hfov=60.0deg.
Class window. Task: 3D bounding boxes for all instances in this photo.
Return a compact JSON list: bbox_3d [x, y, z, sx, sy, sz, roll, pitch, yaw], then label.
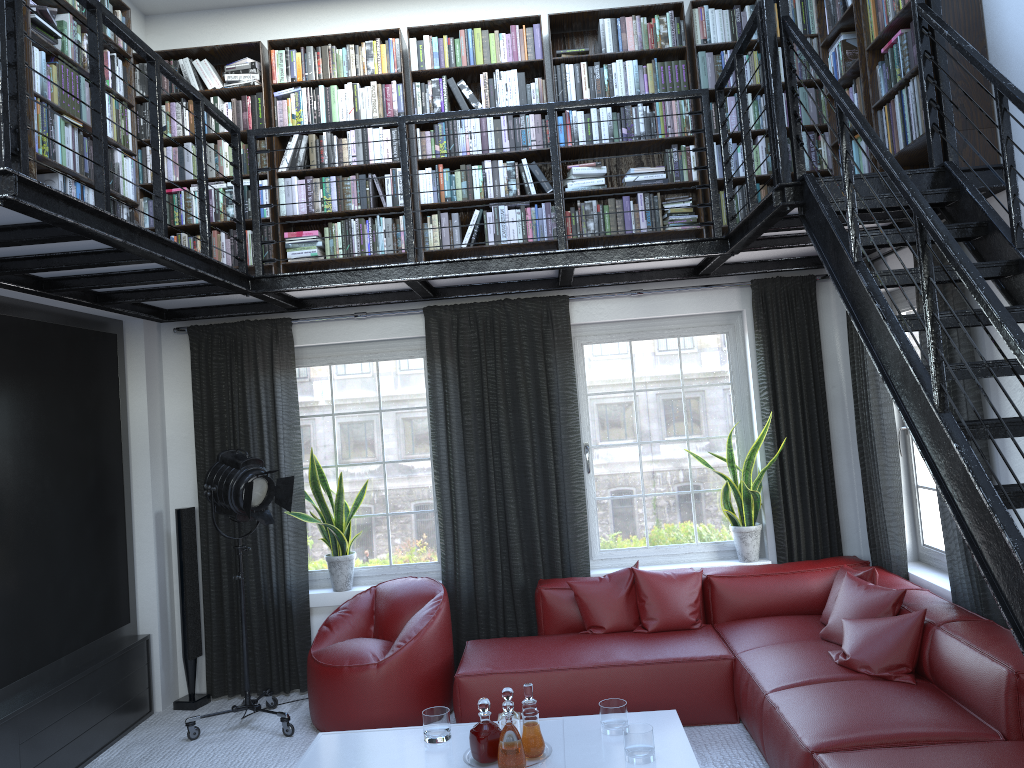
[{"bbox_3d":[-1.007,0.523,5.874,1.167,1.609,0.132,-5,-4,2],"label":"window"},{"bbox_3d":[0.992,0.366,5.800,1.167,1.609,0.132,-5,-4,2],"label":"window"},{"bbox_3d":[2.308,0.231,4.703,0.133,1.609,1.164,-5,-3,2],"label":"window"}]

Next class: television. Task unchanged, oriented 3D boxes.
[{"bbox_3d":[-2.407,0.763,3.826,0.116,2.432,3.346,-5,-3,2],"label":"television"}]

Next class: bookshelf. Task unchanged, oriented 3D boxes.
[{"bbox_3d":[-0.223,-1.530,4.308,4.475,1.620,3.083,-5,-2,2],"label":"bookshelf"}]

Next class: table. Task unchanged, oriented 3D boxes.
[{"bbox_3d":[-0.089,1.672,3.526,1.665,0.244,1.163,-4,-2,2],"label":"table"}]

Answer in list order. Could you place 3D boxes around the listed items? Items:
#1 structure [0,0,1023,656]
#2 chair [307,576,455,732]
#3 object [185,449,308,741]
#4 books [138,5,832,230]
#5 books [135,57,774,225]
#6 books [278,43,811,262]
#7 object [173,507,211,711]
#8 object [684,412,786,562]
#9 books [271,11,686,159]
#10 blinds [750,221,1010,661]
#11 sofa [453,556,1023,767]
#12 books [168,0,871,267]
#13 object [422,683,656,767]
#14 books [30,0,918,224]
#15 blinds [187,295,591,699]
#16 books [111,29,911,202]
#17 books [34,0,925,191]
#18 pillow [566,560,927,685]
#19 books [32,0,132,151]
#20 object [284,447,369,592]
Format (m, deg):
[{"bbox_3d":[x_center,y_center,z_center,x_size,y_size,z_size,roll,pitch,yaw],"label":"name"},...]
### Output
[{"bbox_3d":[-0.132,0.109,3.432,4.488,3.361,4.607,-5,-3,2],"label":"structure"},{"bbox_3d":[-0.755,1.540,5.097,0.831,0.713,0.828,-2,-3,-36],"label":"chair"},{"bbox_3d":[-0.466,1.086,5.356,2.907,1.582,0.751,-4,-4,-14],"label":"object"},{"bbox_3d":[-0.178,-1.567,5.678,4.435,1.415,0.226,-4,-4,2],"label":"books"},{"bbox_3d":[-0.178,-1.555,5.673,4.441,1.400,0.241,-5,-4,2],"label":"books"},{"bbox_3d":[0.206,-1.445,5.666,3.391,1.125,0.240,-4,-4,2],"label":"books"},{"bbox_3d":[-2.032,1.392,5.547,0.157,1.224,0.157,-6,-4,18],"label":"object"},{"bbox_3d":[1.404,0.652,5.485,0.553,0.942,0.524,-4,-3,-9],"label":"object"},{"bbox_3d":[-0.204,-1.851,5.706,2.636,0.829,0.213,-4,-4,2],"label":"books"},{"bbox_3d":[2.079,0.452,4.836,0.528,2.385,1.744,-3,-3,-16],"label":"blinds"},{"bbox_3d":[0.911,1.414,3.900,2.541,0.657,3.274,-4,-2,2],"label":"sofa"},{"bbox_3d":[-0.215,-1.583,5.193,4.434,1.432,1.283,-5,-3,4],"label":"books"},{"bbox_3d":[0.077,1.398,3.729,1.008,0.295,0.511,-5,-2,5],"label":"object"},{"bbox_3d":[-0.240,-1.610,3.906,4.376,1.412,2.201,-4,-2,1],"label":"books"},{"bbox_3d":[-0.790,0.702,5.640,2.508,2.391,0.125,-5,-4,2],"label":"blinds"},{"bbox_3d":[-0.227,-1.469,4.199,4.335,1.142,1.595,-4,-2,1],"label":"books"},{"bbox_3d":[-0.200,-1.598,4.442,4.383,1.408,1.167,-4,-3,2],"label":"books"},{"bbox_3d":[1.351,1.171,4.823,1.952,0.402,0.983,-6,-3,44],"label":"pillow"},{"bbox_3d":[-2.327,-1.458,3.958,0.315,1.426,2.202,-5,-2,3],"label":"books"},{"bbox_3d":[-1.252,0.862,5.606,0.553,0.942,0.525,-5,-4,13],"label":"object"}]
